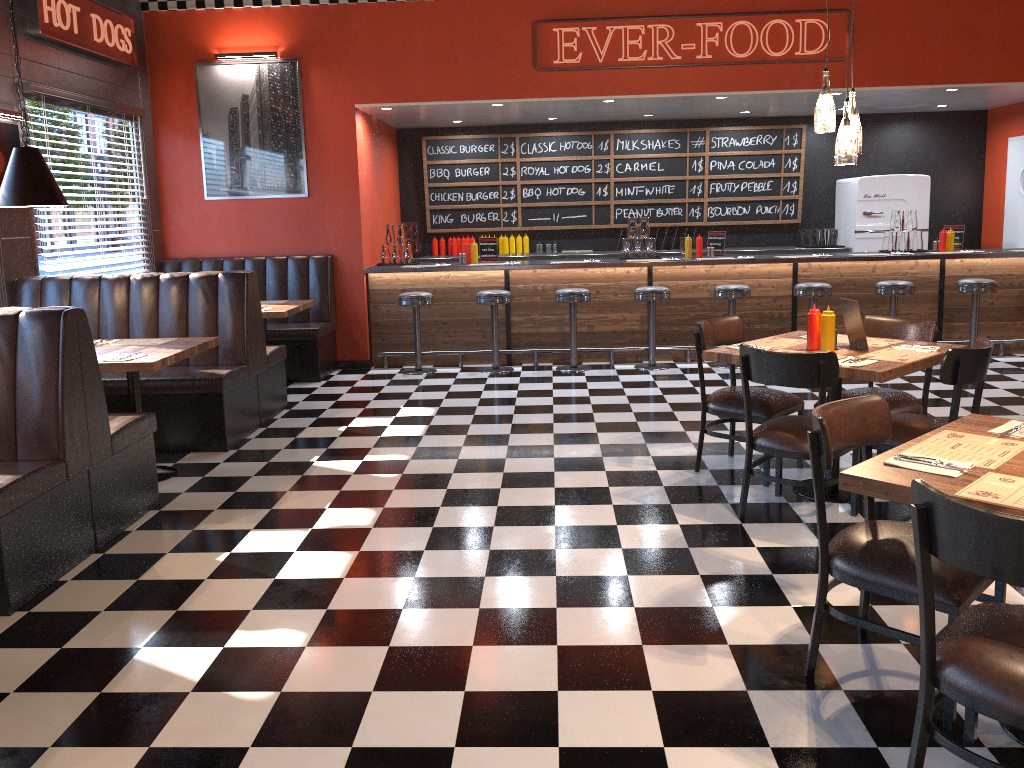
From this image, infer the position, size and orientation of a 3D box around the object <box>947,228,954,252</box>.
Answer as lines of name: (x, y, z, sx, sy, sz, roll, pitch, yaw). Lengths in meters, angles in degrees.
object: (4.377, -1.443, 8.847, 0.068, 0.236, 0.068, -6, 10, -28)

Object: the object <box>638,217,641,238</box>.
object: (1.349, -1.608, 9.108, 0.106, 0.207, 0.106, -10, 12, -42)

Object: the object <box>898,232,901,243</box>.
object: (3.950, -1.452, 9.018, 0.106, 0.207, 0.106, -10, 12, -42)

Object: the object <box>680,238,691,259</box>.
object: (1.737, -1.362, 8.880, 0.106, 0.207, 0.106, -10, 12, -42)

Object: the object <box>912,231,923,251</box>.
object: (4.075, -1.432, 8.897, 0.106, 0.207, 0.106, -10, 12, -42)

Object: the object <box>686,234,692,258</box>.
object: (1.796, -1.407, 9.028, 0.068, 0.236, 0.068, 1, 9, 15)

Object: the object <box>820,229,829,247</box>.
object: (3.618, -1.685, 10.261, 0.106, 0.207, 0.106, -10, 12, -42)

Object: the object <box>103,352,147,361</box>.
object: (-2.144, -0.156, 4.937, 0.157, 0.019, 0.257, 0, 11, 9)

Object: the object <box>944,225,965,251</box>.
object: (4.463, -1.477, 8.957, 0.188, 0.255, 0.072, 6, 11, 37)

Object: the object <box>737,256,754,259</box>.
object: (2.302, -1.250, 8.724, 0.157, 0.019, 0.257, 2, 12, 18)

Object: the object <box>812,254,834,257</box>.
object: (3.054, -1.272, 8.726, 0.157, 0.019, 0.257, -1, 11, 3)

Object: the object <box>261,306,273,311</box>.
object: (-2.075, -0.627, 7.333, 0.157, 0.019, 0.257, -1, 11, 2)

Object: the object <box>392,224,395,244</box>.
object: (-1.271, -1.557, 9.219, 0.105, 0.207, 0.106, -4, 9, -12)

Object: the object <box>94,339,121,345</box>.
object: (-2.567, -0.263, 5.546, 0.157, 0.019, 0.257, -2, 11, -1)

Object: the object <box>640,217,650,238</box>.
object: (1.350, -1.587, 8.997, 0.106, 0.207, 0.106, -10, 12, -42)

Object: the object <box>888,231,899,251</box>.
object: (3.845, -1.431, 8.925, 0.106, 0.207, 0.106, -10, 12, -42)

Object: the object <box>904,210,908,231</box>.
object: (4.006, -1.658, 8.986, 0.106, 0.207, 0.106, -10, 12, -42)

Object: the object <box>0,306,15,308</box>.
object: (-3.071, -0.334, 5.360, 0.072, 0.255, 0.189, 4, 11, 32)

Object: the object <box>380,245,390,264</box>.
object: (-1.315, -1.334, 9.162, 0.105, 0.207, 0.106, -4, 9, -12)

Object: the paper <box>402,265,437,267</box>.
paper: (-0.915, -1.181, 8.867, 0.365, 0.001, 0.263, -1, 11, 4)

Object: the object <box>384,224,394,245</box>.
object: (-1.270, -1.540, 9.129, 0.105, 0.207, 0.106, -4, 9, -12)

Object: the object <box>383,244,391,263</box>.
object: (-1.324, -1.355, 9.273, 0.105, 0.207, 0.106, -4, 9, -12)

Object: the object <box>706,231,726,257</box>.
object: (2.070, -1.418, 8.994, 0.188, 0.255, 0.072, 6, 11, 37)

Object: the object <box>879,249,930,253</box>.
object: (3.974, -1.348, 8.983, 0.437, 0.018, 0.275, -1, 11, 3)

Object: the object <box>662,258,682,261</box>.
object: (1.580, -1.242, 8.782, 0.157, 0.019, 0.257, -2, 11, -2)

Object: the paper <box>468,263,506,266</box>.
paper: (-0.239, -1.196, 8.850, 0.365, 0.001, 0.263, -1, 11, 4)

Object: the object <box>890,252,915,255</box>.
object: (3.823, -1.287, 8.695, 0.157, 0.019, 0.257, -2, 11, -2)

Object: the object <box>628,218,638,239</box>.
object: (1.233, -1.587, 9.014, 0.106, 0.207, 0.106, -10, 12, -42)

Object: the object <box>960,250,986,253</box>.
object: (4.507, -1.305, 8.691, 0.157, 0.019, 0.257, -2, 11, -2)

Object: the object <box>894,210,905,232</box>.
object: (3.890, -1.637, 8.892, 0.106, 0.207, 0.106, -10, 12, -42)

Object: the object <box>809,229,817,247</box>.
object: (3.513, -1.694, 10.325, 0.106, 0.207, 0.106, -10, 12, -42)

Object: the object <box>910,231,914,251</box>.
object: (4.069, -1.454, 9.013, 0.106, 0.207, 0.106, -10, 12, -42)

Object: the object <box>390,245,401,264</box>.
object: (-1.207, -1.334, 9.147, 0.105, 0.207, 0.106, -4, 9, -12)

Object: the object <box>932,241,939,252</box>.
object: (4.280, -1.402, 8.917, 0.093, 0.135, 0.047, -2, 9, -2)

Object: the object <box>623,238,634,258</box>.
object: (1.188, -1.381, 9.047, 0.106, 0.207, 0.106, -10, 12, -42)

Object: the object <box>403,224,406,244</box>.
object: (-1.154, -1.561, 9.223, 0.105, 0.207, 0.106, -4, 9, -12)

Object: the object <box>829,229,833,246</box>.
object: (3.741, -1.699, 10.317, 0.106, 0.207, 0.106, -10, 12, -42)

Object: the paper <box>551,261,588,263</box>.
paper: (0.568, -1.216, 8.836, 0.365, 0.001, 0.263, -1, 11, 4)

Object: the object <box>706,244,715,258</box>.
object: (2.001, -1.340, 8.924, 0.047, 0.135, 0.094, -8, 12, -37)

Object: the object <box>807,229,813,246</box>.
object: (3.563, -1.735, 10.526, 0.106, 0.207, 0.106, -10, 12, -42)

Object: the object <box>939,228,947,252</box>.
object: (4.290, -1.434, 8.813, 0.068, 0.236, 0.068, 4, 11, 33)

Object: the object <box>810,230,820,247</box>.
object: (3.496, -1.673, 10.218, 0.106, 0.207, 0.106, -10, 12, -42)

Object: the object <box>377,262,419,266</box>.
object: (-1.186, -1.251, 9.220, 0.437, 0.018, 0.275, -1, 11, 3)

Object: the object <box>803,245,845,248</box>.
object: (3.627, -1.597, 10.302, 0.437, 0.018, 0.275, -1, 11, 3)

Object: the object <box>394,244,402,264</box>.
object: (-1.209, -1.355, 9.255, 0.105, 0.207, 0.106, -4, 9, -12)

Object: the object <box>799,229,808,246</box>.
object: (3.504, -1.755, 10.634, 0.106, 0.207, 0.106, -10, 12, -42)

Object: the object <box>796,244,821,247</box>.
object: (3.631, -1.656, 10.602, 0.437, 0.018, 0.275, -1, 11, 3)

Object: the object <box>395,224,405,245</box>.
object: (-1.153, -1.540, 9.112, 0.105, 0.207, 0.106, -4, 9, -12)

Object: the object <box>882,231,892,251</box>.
object: (3.836, -1.452, 9.036, 0.106, 0.207, 0.106, -10, 12, -42)

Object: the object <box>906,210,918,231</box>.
object: (4.007, -1.636, 8.875, 0.106, 0.207, 0.106, -10, 12, -42)

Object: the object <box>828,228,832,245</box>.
object: (3.769, -1.742, 10.530, 0.106, 0.207, 0.106, -10, 12, -42)

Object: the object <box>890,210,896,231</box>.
object: (3.889, -1.654, 8.982, 0.106, 0.207, 0.106, -10, 12, -42)

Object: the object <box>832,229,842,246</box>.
object: (3.744, -1.677, 10.203, 0.106, 0.207, 0.106, -10, 12, -42)

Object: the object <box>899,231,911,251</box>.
object: (3.953, -1.431, 8.910, 0.106, 0.207, 0.106, -10, 12, -42)

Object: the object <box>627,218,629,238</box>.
object: (1.233, -1.604, 9.104, 0.106, 0.207, 0.106, -10, 12, -42)

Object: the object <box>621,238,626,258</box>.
object: (1.179, -1.402, 9.158, 0.106, 0.207, 0.106, -10, 12, -42)

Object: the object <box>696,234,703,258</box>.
object: (1.900, -1.403, 8.991, 0.068, 0.236, 0.068, 1, 9, 15)
